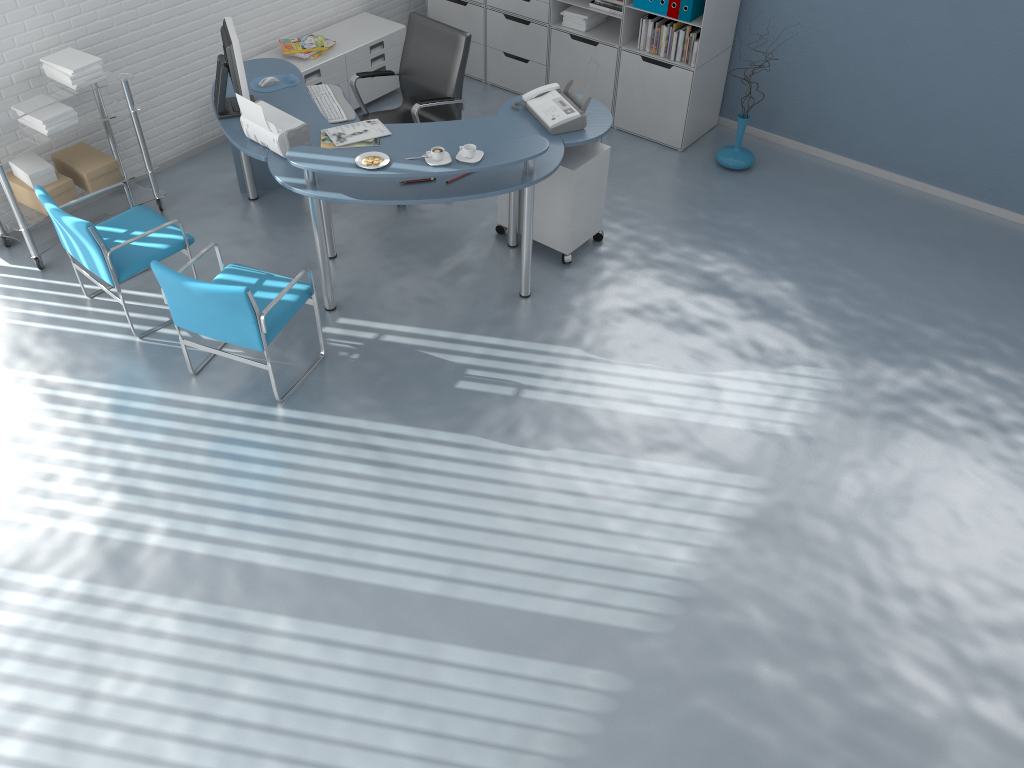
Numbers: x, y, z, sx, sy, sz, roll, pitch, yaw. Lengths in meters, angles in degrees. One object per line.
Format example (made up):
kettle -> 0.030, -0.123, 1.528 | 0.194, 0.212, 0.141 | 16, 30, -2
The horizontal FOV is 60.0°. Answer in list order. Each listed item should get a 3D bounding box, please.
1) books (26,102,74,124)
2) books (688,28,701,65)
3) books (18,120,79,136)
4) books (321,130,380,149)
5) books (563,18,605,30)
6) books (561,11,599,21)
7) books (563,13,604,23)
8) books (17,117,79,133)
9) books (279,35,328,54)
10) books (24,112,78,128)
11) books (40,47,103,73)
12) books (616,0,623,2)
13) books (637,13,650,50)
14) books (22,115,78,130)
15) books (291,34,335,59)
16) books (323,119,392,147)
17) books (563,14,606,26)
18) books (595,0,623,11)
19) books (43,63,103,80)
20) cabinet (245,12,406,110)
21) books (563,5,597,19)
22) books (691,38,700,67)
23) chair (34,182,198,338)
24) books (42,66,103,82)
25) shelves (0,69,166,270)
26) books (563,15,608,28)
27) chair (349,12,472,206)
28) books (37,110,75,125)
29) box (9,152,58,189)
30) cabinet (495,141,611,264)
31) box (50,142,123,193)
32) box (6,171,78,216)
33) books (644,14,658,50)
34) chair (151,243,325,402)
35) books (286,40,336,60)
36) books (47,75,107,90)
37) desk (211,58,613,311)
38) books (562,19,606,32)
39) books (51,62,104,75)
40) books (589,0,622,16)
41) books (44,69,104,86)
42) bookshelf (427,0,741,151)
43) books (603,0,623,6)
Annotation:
books -> -2.516, -1.474, 4.754 | 0.270, 0.015, 0.190 | 25, 48, 24
books -> 1.196, -2.183, 5.719 | 0.032, 0.203, 0.157 | 28, 49, 26
books -> -2.518, -1.428, 4.815 | 0.270, 0.015, 0.190 | 27, 49, 25
books -> -0.833, -1.269, 4.570 | 0.300, 0.005, 0.200 | -5, 43, -7
books -> 0.506, -2.551, 6.212 | 0.190, 0.015, 0.270 | 26, 48, 24
books -> 0.493, -2.595, 6.170 | 0.190, 0.015, 0.270 | 28, 49, 26
books -> 0.515, -2.584, 6.181 | 0.190, 0.015, 0.270 | 30, 50, 27
books -> -2.518, -1.439, 4.805 | 0.270, 0.015, 0.190 | 25, 48, 23
books -> -1.409, -2.292, 5.991 | 0.300, 0.020, 0.210 | -12, 44, -14
books -> -2.511, -1.464, 4.788 | 0.270, 0.015, 0.190 | 27, 49, 25
books -> -2.367, -1.740, 4.764 | 0.270, 0.015, 0.190 | 24, 47, 22
books -> 0.678, -2.611, 5.883 | 0.283, 0.041, 0.224 | 28, 49, 26
books -> 0.896, -2.342, 5.882 | 0.040, 0.203, 0.157 | 28, 49, 26
books -> -2.516, -1.456, 4.801 | 0.270, 0.015, 0.190 | 28, 49, 26
books -> -1.381, -2.293, 6.022 | 0.210, 0.020, 0.300 | 24, 47, 22
books -> -0.803, -1.309, 4.611 | 0.300, 0.010, 0.200 | -19, 47, -21
books -> 0.510, -2.569, 6.187 | 0.190, 0.015, 0.270 | 28, 49, 26
books -> 0.704, -2.553, 5.919 | 0.224, 0.023, 0.212 | 28, 49, 26
books -> -2.367, -1.713, 4.778 | 0.270, 0.015, 0.190 | 30, 50, 27
cabinet -> -1.303, -2.171, 6.293 | 0.447, 0.484, 1.259 | 28, 49, 25
books -> 0.507, -2.606, 6.161 | 0.190, 0.015, 0.270 | 24, 47, 22
books -> 1.214, -2.150, 5.713 | 0.032, 0.163, 0.178 | 28, 49, 26
chair -> -1.973, -0.697, 4.522 | 0.542, 0.707, 0.543 | 32, 51, 29
books -> -2.374, -1.705, 4.791 | 0.270, 0.015, 0.190 | 28, 49, 26
shelves -> -2.518, -1.235, 4.982 | 0.441, 0.848, 0.896 | 29, 49, 26
books -> 0.515, -2.561, 6.200 | 0.190, 0.015, 0.270 | 29, 50, 27
chair -> -0.639, -1.636, 5.393 | 0.584, 0.948, 0.652 | 32, 51, 29
books -> -2.517, -1.478, 4.780 | 0.270, 0.015, 0.190 | 29, 49, 26
box -> -2.608, -1.164, 4.832 | 0.234, 0.090, 0.139 | 32, 51, 29
cabinet -> 0.231, -1.106, 5.100 | 0.559, 0.605, 0.383 | 30, 50, 27
box -> -2.433, -1.239, 5.081 | 0.347, 0.133, 0.207 | 28, 49, 26
box -> -2.611, -1.082, 4.907 | 0.347, 0.133, 0.207 | 24, 47, 22
books -> 0.931, -2.342, 5.863 | 0.032, 0.229, 0.138 | 28, 49, 26
chair -> -1.259, -0.348, 4.166 | 0.542, 0.707, 0.543 | 16, 45, 15
books -> -1.370, -2.297, 6.056 | 0.210, 0.020, 0.300 | 16, 45, 15
books -> -2.368, -1.675, 4.825 | 0.270, 0.015, 0.190 | 28, 49, 26
desk -> -0.666, -1.103, 4.853 | 2.282, 0.900, 1.402 | 9, 43, 8
books -> 0.505, -2.540, 6.222 | 0.190, 0.015, 0.270 | 28, 49, 26
books -> -2.368, -1.739, 4.785 | 0.270, 0.015, 0.190 | 28, 49, 26
books -> 0.687, -2.541, 5.947 | 0.265, 0.034, 0.212 | 28, 49, 26
books -> -2.370, -1.691, 4.798 | 0.270, 0.015, 0.190 | 29, 50, 27
bookshelf -> 0.422, -2.640, 6.353 | 2.294, 1.141, 0.521 | 28, 49, 26
books -> 0.698, -2.584, 5.910 | 0.251, 0.034, 0.197 | 28, 49, 26
